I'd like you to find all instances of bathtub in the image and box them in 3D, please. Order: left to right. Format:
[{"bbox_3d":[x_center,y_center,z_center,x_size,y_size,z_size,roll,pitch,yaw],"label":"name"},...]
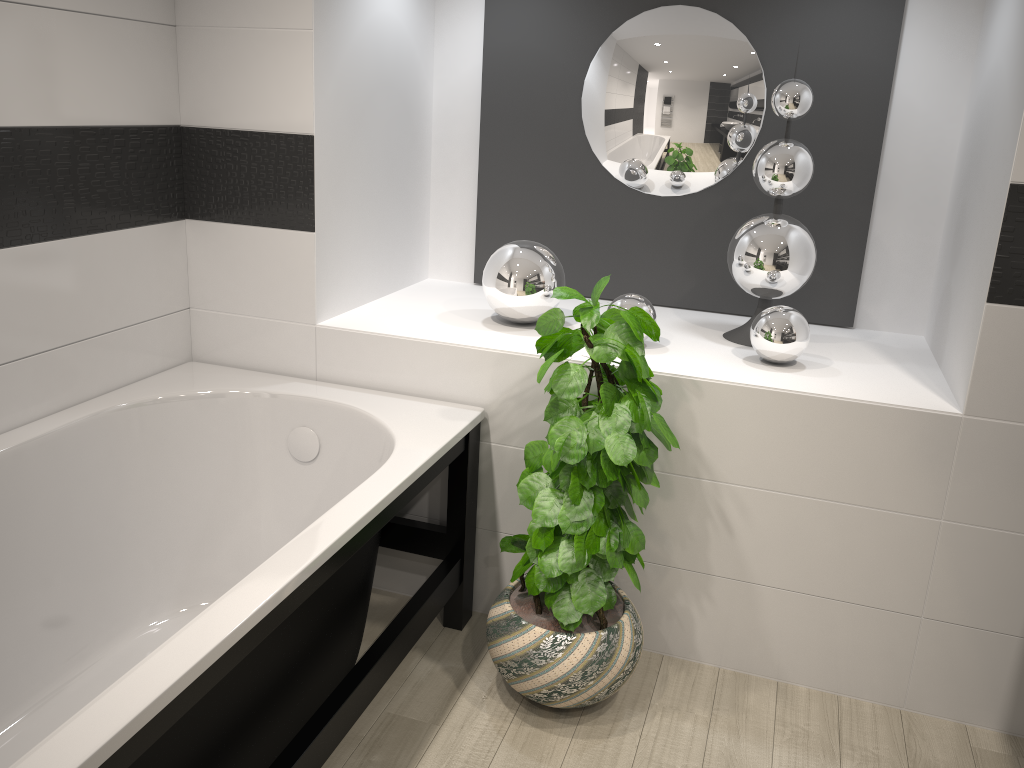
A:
[{"bbox_3d":[-0.910,0.616,1.785,1.009,0.670,2.196,8,18,17],"label":"bathtub"}]

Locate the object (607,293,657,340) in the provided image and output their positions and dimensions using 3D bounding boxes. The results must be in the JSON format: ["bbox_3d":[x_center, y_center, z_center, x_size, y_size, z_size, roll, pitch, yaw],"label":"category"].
[{"bbox_3d":[0.351,-0.192,2.618,0.151,0.149,0.151,13,19,29],"label":"object"}]

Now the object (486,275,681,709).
[{"bbox_3d":[0.169,0.284,2.261,0.439,1.122,0.421,-7,19,-30],"label":"object"}]

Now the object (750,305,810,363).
[{"bbox_3d":[0.756,-0.140,2.501,0.163,0.162,0.164,13,19,29],"label":"object"}]

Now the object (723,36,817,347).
[{"bbox_3d":[0.801,-0.567,2.654,0.261,0.890,0.262,12,19,29],"label":"object"}]

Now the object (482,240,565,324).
[{"bbox_3d":[0.037,-0.321,2.793,0.261,0.259,0.262,13,19,29],"label":"object"}]

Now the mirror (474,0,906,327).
[{"bbox_3d":[0.529,-0.940,2.966,1.362,1.370,0.078,8,17,17],"label":"mirror"}]
